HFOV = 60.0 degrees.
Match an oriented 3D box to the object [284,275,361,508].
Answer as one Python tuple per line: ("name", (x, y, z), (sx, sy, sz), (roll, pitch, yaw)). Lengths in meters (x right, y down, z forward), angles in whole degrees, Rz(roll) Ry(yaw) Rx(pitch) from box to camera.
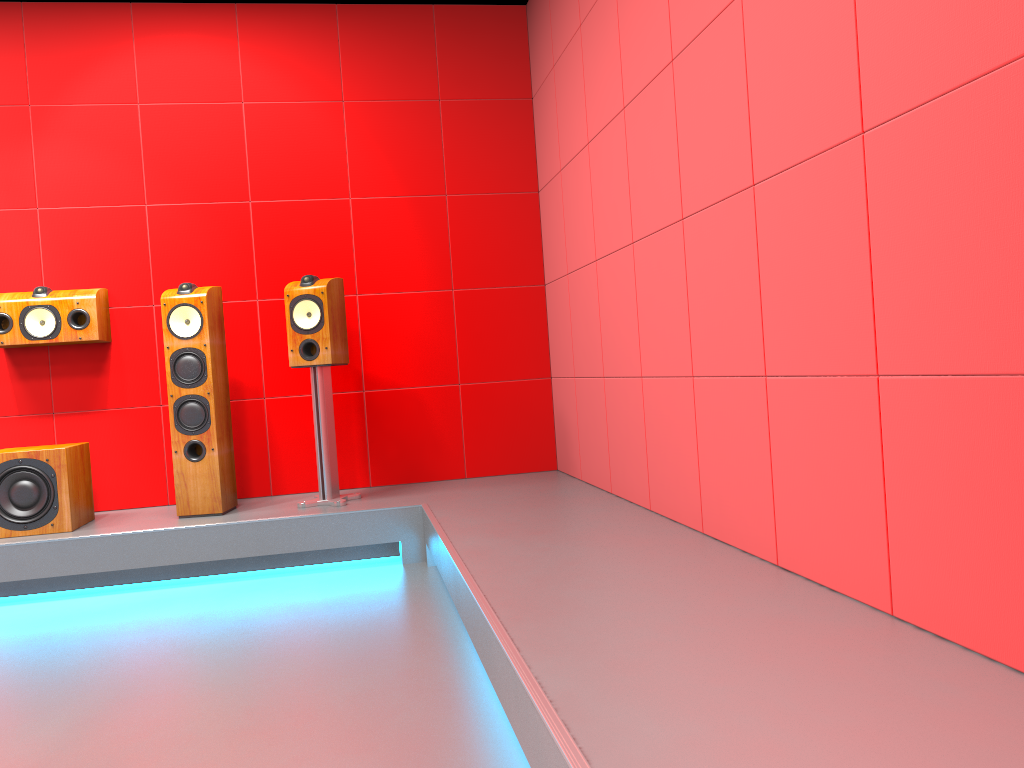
("object", (-0.885, 0.026, 4.128), (0.231, 1.058, 0.265), (-4, 1, 10))

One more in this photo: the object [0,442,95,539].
("object", (-2.092, 0.462, 3.907), (0.360, 0.360, 0.360), (-4, 1, -10))

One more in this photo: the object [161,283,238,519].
("object", (-1.428, 0.067, 4.052), (0.203, 1.052, 0.238), (-4, 1, 0))

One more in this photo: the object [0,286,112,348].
("object", (-2.204, -0.324, 4.211), (0.493, 0.271, 0.235), (-4, 1, -10))
